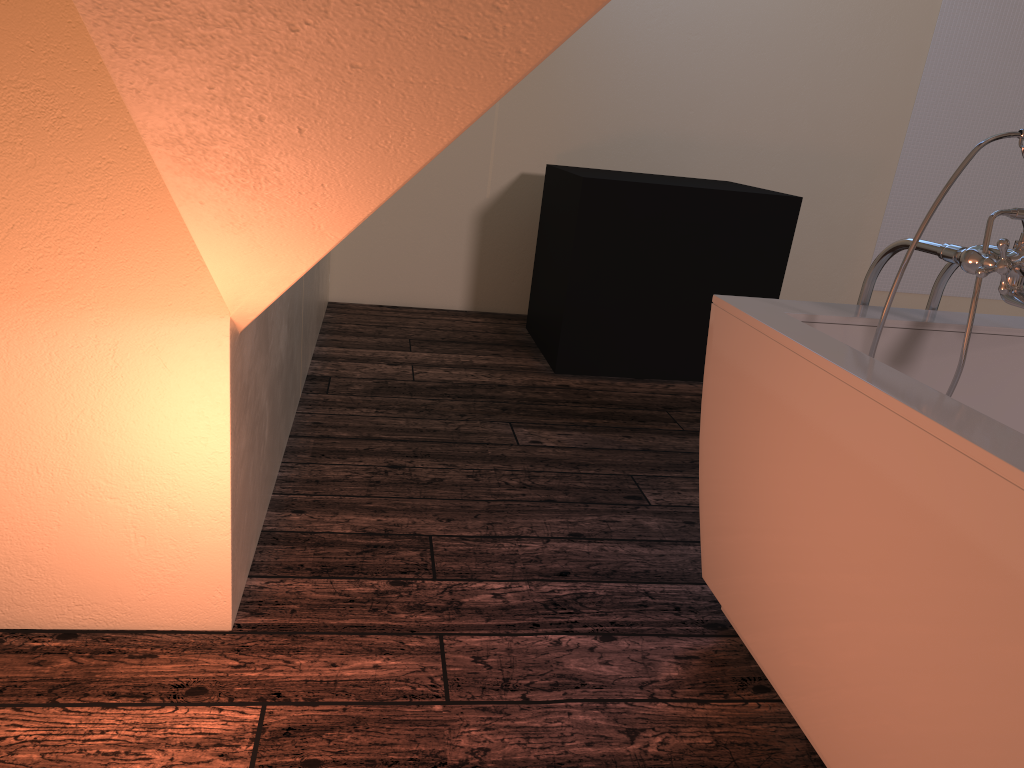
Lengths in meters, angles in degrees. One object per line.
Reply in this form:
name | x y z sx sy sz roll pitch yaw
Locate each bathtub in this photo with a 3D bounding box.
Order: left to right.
bathtub | 0.904 0.508 0.928 0.799 0.702 2.188 3 19 -9

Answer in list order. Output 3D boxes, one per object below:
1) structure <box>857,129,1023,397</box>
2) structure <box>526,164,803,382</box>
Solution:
structure | 0.823 0.027 1.750 0.384 1.134 0.547 8 20 5
structure | 0.591 -0.543 3.851 0.869 0.872 0.790 3 19 -9
